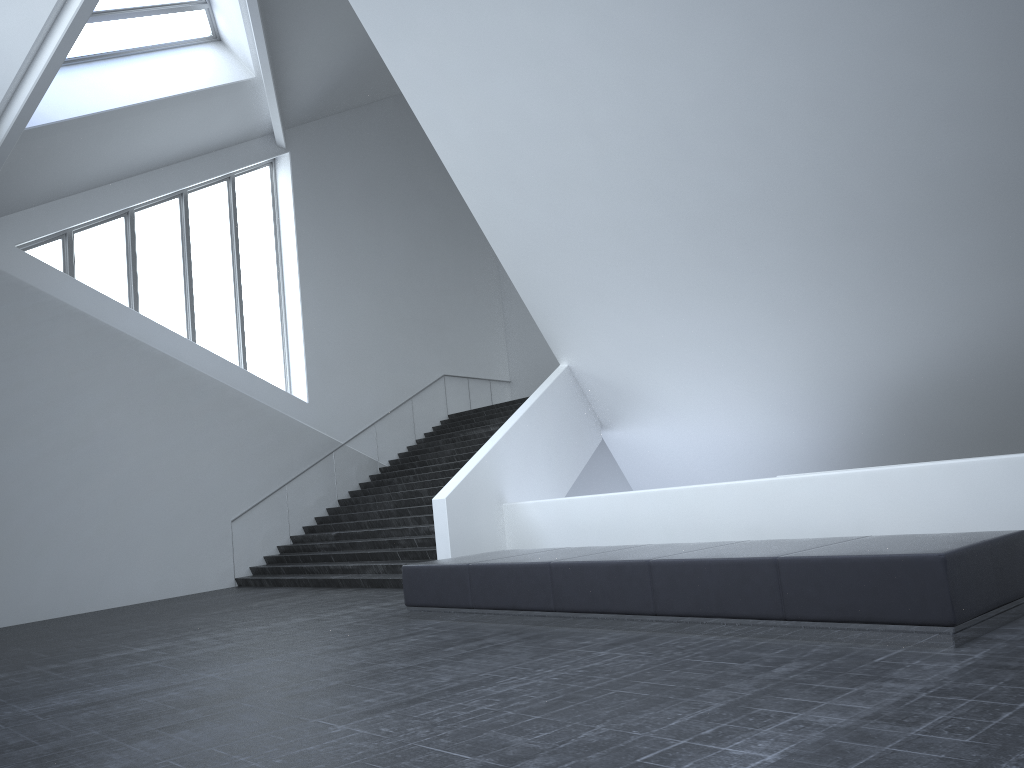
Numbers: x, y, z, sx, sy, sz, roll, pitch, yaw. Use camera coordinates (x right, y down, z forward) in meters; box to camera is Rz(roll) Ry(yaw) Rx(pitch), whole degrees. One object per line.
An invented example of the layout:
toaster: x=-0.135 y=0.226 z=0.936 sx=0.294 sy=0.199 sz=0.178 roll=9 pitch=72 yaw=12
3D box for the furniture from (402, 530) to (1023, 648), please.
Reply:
furniture: x=1.288 y=1.785 z=7.933 sx=1.488 sy=0.580 sz=5.742 roll=1 pitch=-10 yaw=-42
